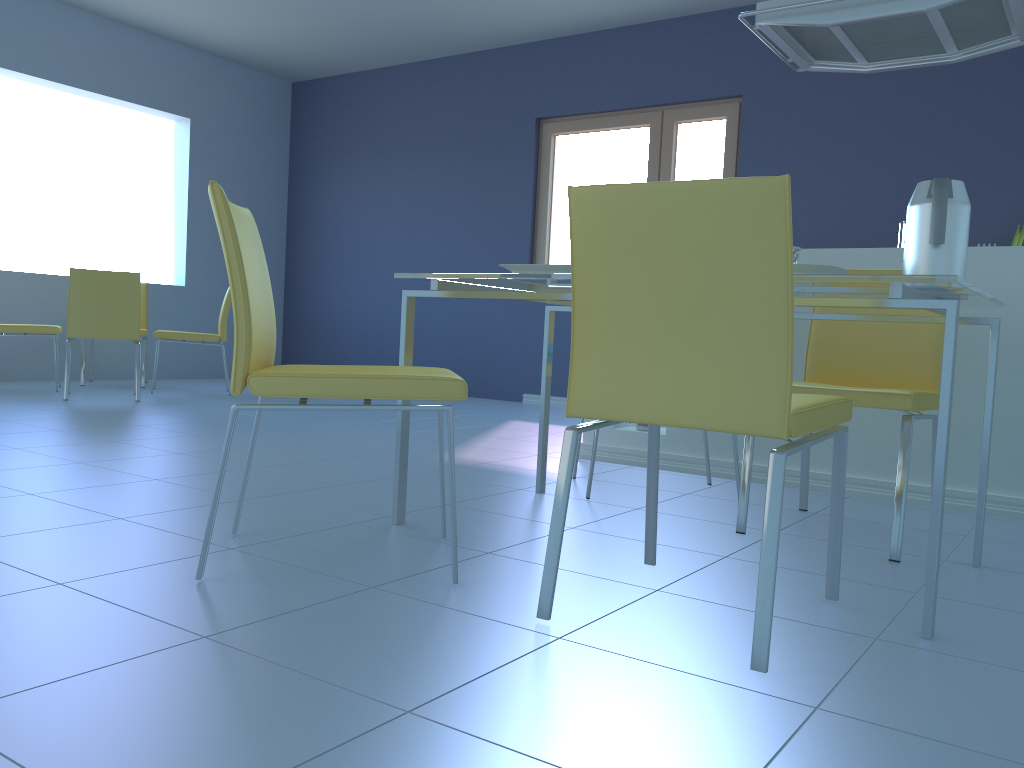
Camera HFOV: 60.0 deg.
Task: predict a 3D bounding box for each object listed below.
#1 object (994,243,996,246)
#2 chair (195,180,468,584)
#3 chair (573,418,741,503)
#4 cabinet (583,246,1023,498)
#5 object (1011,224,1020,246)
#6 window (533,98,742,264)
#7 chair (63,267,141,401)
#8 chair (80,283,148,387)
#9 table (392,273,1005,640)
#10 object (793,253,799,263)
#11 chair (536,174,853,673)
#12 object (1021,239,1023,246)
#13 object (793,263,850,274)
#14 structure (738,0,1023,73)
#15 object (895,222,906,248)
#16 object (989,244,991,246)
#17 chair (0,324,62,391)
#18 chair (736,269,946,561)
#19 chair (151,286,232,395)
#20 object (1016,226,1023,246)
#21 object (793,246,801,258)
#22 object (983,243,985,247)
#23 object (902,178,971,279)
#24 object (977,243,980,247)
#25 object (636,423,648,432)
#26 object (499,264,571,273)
[{"bbox_3d":[2.411,-0.639,4.461,0.039,0.136,0.140,5,4,30],"label":"object"},{"bbox_3d":[-0.344,-0.006,1.747,0.484,0.695,0.387,3,3,-8],"label":"chair"},{"bbox_3d":[0.467,-0.017,2.744,0.484,0.695,0.387,3,3,-2],"label":"chair"},{"bbox_3d":[1.653,-0.060,3.827,2.139,0.800,2.200,5,4,34],"label":"cabinet"},{"bbox_3d":[2.493,-0.687,4.411,0.053,0.214,0.220,5,4,31],"label":"object"},{"bbox_3d":[0.775,-1.159,5.807,1.475,1.263,0.142,5,4,34],"label":"window"},{"bbox_3d":[-2.267,-0.276,4.929,0.387,0.695,0.484,2,3,-25],"label":"chair"},{"bbox_3d":[-2.643,-0.349,5.941,0.387,0.695,0.484,2,3,-20],"label":"chair"},{"bbox_3d":[0.400,0.076,2.029,1.173,0.590,0.730,5,4,34],"label":"table"},{"bbox_3d":[0.572,-0.247,1.921,0.090,0.071,0.087,3,3,-1],"label":"object"},{"bbox_3d":[0.331,0.042,1.510,0.387,0.695,0.484,5,4,31],"label":"chair"},{"bbox_3d":[2.529,-0.684,4.390,0.053,0.214,0.220,5,4,31],"label":"object"},{"bbox_3d":[0.510,-0.206,1.670,0.228,0.020,0.228,5,4,31],"label":"object"},{"bbox_3d":[1.354,-1.660,3.061,0.895,0.962,0.695,5,4,34],"label":"structure"},{"bbox_3d":[1.368,-0.480,2.951,0.170,0.106,0.157,4,3,17],"label":"object"},{"bbox_3d":[2.390,-0.641,4.473,0.039,0.136,0.140,5,4,30],"label":"object"},{"bbox_3d":[-2.932,-0.326,5.231,0.484,0.695,0.387,2,3,-25],"label":"chair"},{"bbox_3d":[0.870,0.030,2.259,0.387,0.695,0.484,5,4,36],"label":"chair"},{"bbox_3d":[-2.009,-0.297,5.621,0.484,0.699,0.387,2,3,-20],"label":"chair"},{"bbox_3d":[2.511,-0.685,4.400,0.053,0.214,0.220,5,4,31],"label":"object"},{"bbox_3d":[0.563,-0.246,1.901,0.123,0.081,0.166,4,3,25],"label":"object"},{"bbox_3d":[2.370,-0.643,4.486,0.039,0.136,0.140,5,4,30],"label":"object"},{"bbox_3d":[0.863,-0.295,1.793,0.132,0.222,0.146,2,3,-14],"label":"object"},{"bbox_3d":[2.349,-0.644,4.498,0.039,0.136,0.140,5,4,30],"label":"object"},{"bbox_3d":[0.509,-0.034,3.330,0.067,0.423,0.229,2,3,-25],"label":"object"},{"bbox_3d":[0.098,-0.242,1.948,0.228,0.020,0.228,5,4,31],"label":"object"}]
